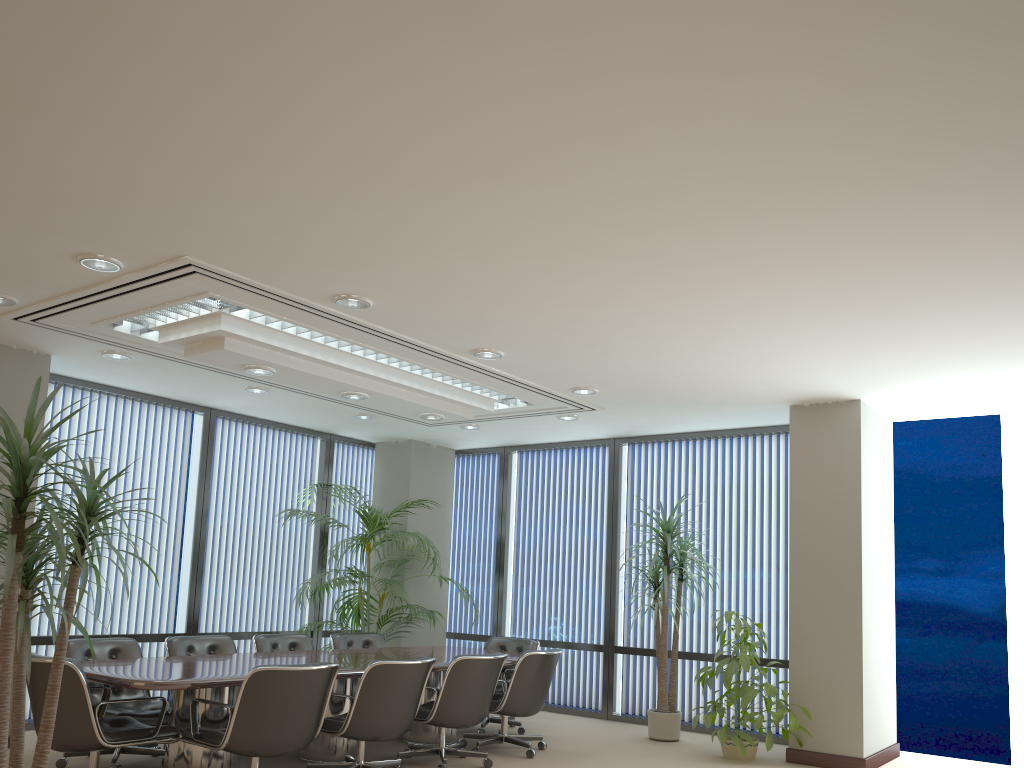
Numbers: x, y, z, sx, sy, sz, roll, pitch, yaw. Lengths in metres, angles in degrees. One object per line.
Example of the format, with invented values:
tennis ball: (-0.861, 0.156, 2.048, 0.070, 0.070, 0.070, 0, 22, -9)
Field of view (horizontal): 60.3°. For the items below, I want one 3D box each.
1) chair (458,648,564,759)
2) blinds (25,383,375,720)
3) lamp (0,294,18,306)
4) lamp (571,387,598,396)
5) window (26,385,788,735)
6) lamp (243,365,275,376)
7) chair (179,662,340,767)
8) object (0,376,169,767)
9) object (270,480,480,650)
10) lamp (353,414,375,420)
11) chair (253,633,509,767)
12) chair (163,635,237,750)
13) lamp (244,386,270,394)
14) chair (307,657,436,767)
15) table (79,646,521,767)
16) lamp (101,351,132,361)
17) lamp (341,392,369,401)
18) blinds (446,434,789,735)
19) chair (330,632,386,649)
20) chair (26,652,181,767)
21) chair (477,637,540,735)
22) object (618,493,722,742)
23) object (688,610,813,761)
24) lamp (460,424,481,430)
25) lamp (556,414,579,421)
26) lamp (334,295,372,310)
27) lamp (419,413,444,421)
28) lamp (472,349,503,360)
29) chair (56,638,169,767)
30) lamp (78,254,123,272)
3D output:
chair: (-0.027, 2.642, 7.401, 0.854, 0.846, 0.745, -4, -12, 31)
blinds: (-2.848, 1.861, 9.323, 0.032, 2.864, 4.960, -3, -12, 36)
lamp: (-3.255, -0.532, 5.578, 0.227, 0.035, 0.227, 12, -16, -35)
lamp: (0.614, 0.067, 7.484, 0.226, 0.035, 0.228, 9, -15, -28)
window: (-0.970, 2.014, 9.621, 7.378, 2.871, 3.589, 4, -11, -8)
lamp: (-1.837, -0.092, 6.414, 0.227, 0.035, 0.227, 12, -16, -35)
chair: (-1.538, 2.110, 5.366, 0.861, 0.846, 0.762, -6, -13, 40)
object: (-1.768, 0.917, 3.208, 0.805, 1.806, 0.829, 1, -8, 12)
object: (-1.545, 2.254, 9.556, 2.181, 2.442, 2.108, 9, -11, -32)
lamp: (-1.520, 0.340, 9.047, 0.226, 0.035, 0.228, 9, -15, -28)
chair: (-1.156, 2.552, 7.214, 2.538, 0.845, 0.768, -7, -13, 36)
chair: (-2.332, 2.461, 7.031, 0.856, 0.846, 0.768, -5, -12, 36)
lamp: (-2.309, 0.061, 7.981, 0.226, 0.035, 0.228, 9, -15, -28)
chair: (-0.982, 2.289, 6.043, 0.856, 0.846, 0.768, -5, -12, 36)
table: (-1.382, 2.521, 6.884, 1.513, 0.738, 4.124, -6, -15, 35)
lamp: (-3.099, -0.217, 6.915, 0.227, 0.035, 0.227, 12, -16, -35)
lamp: (-1.279, 0.105, 7.167, 0.226, 0.035, 0.228, 9, -15, -28)
blinds: (0.861, 2.136, 9.853, 4.949, 2.866, 0.051, -6, -11, 36)
chair: (-1.296, 2.810, 8.359, 0.857, 0.846, 0.767, -7, -13, 41)
chair: (-2.520, 2.053, 5.298, 0.761, 0.846, 0.863, -5, -12, 36)
chair: (-0.175, 2.881, 8.465, 0.761, 0.846, 0.863, -5, -12, 36)
object: (1.480, 2.199, 8.364, 1.017, 2.280, 1.047, 1, -8, 12)
object: (2.010, 2.604, 7.521, 0.979, 1.294, 0.870, 1, -9, 7)
lamp: (-0.444, 0.460, 9.375, 0.227, 0.035, 0.227, 14, -17, -42)
lamp: (0.547, 0.333, 8.648, 0.225, 0.035, 0.229, -4, -14, 26)
lamp: (-0.965, -0.490, 5.352, 0.225, 0.035, 0.229, -4, -14, 26)
lamp: (-0.721, 0.302, 7.921, 0.226, 0.035, 0.228, 9, -15, -28)
lamp: (-0.176, -0.211, 6.418, 0.226, 0.035, 0.228, 9, -15, -28)
chair: (-2.801, 2.280, 6.330, 0.854, 0.846, 0.769, -4, -12, 31)
lamp: (-2.264, -0.659, 4.851, 0.226, 0.035, 0.228, -8, -17, 39)
